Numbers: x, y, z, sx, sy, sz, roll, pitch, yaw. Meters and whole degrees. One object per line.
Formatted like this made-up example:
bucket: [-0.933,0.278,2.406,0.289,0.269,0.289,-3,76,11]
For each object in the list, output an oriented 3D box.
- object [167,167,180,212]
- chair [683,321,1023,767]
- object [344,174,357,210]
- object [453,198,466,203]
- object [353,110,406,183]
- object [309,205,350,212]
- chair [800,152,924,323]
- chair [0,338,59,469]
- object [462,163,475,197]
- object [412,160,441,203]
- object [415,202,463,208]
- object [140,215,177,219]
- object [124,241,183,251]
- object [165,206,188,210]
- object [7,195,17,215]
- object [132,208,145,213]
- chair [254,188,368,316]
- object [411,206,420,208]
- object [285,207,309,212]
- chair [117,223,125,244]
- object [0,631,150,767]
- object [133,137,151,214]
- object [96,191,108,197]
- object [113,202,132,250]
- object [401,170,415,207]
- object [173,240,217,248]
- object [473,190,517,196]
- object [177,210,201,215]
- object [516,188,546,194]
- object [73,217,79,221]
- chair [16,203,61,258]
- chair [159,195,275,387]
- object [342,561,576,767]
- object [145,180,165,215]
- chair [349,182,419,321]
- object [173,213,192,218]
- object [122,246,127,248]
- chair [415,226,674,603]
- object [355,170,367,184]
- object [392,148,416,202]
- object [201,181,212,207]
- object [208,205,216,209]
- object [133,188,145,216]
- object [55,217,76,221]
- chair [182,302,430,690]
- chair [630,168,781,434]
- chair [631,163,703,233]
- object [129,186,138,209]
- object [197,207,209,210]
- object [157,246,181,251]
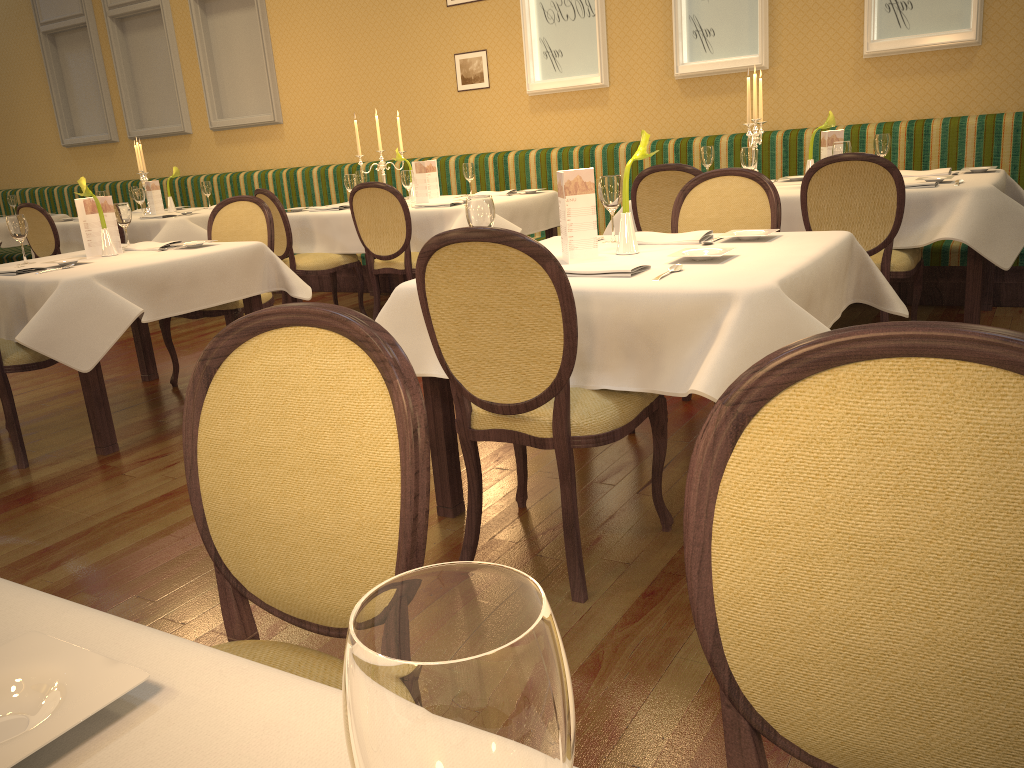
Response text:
object: [-2.890,-1.658,7.558,0.163,0.375,0.076,-1,16,14]
chair: [0.293,0.477,0.711,0.530,0.955,0.571,5,18,31]
object: [-1.080,-1.296,5.981,0.088,0.229,0.088,-8,16,-9]
object: [-0.273,-1.168,5.657,0.160,0.024,0.160,5,18,31]
object: [-0.912,-1.589,6.193,0.390,0.655,0.131,-19,21,-41]
object: [-1.245,-1.207,6.087,0.273,0.033,0.142,5,18,31]
chair: [1.620,-0.610,4.164,0.530,0.955,0.571,5,18,31]
chair: [-2.201,-0.165,3.771,0.530,0.955,0.571,-2,16,12]
object: [-0.297,-1.430,6.211,0.088,0.229,0.088,-9,16,-15]
object: [-0.575,-1.357,5.958,0.166,0.277,0.081,-7,16,-6]
object: [-0.460,-1.122,5.558,0.273,0.024,0.142,5,18,31]
object: [-2.771,-1.312,6.949,0.273,0.024,0.142,5,18,31]
object: [-1.779,-0.684,4.395,0.273,0.033,0.142,5,18,31]
object: [-2.975,-1.562,7.899,0.160,0.024,0.160,5,18,31]
object: [-5.123,-1.825,9.117,0.088,0.229,0.088,-8,16,-9]
object: [-3.277,-1.563,7.984,0.273,0.033,0.142,5,18,31]
chair: [-1.369,-0.863,5.993,0.571,0.955,0.530,-15,18,-31]
object: [-0.587,-1.149,5.710,0.017,0.010,0.185,5,18,31]
object: [-1.516,-1.228,6.257,0.160,0.024,0.160,5,18,31]
chair: [-2.987,-0.997,6.973,0.530,0.955,0.571,5,18,31]
object: [-0.382,0.248,0.655,0.160,0.024,0.160,5,18,31]
object: [-3.165,-1.791,7.613,0.131,0.655,0.390,-17,20,-37]
object: [-3.391,-1.485,7.372,0.088,0.229,0.088,-8,16,-9]
object: [-1.957,-0.798,4.482,0.088,0.229,0.088,-9,16,-15]
object: [-0.668,-1.265,5.743,0.088,0.229,0.088,-8,16,-9]
object: [-1.533,-0.671,4.282,0.160,0.024,0.160,5,18,31]
object: [-0.118,-1.316,6.124,0.273,0.033,0.142,5,18,31]
object: [-2.584,-1.357,7.048,0.160,0.024,0.160,5,18,31]
object: [0.127,-1.302,6.010,0.160,0.024,0.160,5,18,31]
object: [-3.556,-1.396,7.478,0.273,0.033,0.142,5,18,31]
chair: [-3.700,-1.056,7.405,0.530,0.955,0.571,5,18,31]
chair: [-1.537,-0.505,4.770,0.530,0.955,0.571,1,17,21]
object: [-0.014,0.192,0.358,0.088,0.229,0.088,-8,16,-9]
object: [-3.005,-1.556,7.420,0.081,0.277,0.166,-4,16,4]
chair: [-0.670,-0.808,5.578,0.530,0.955,0.571,5,18,31]
object: [-2.557,-1.309,6.881,0.038,0.015,0.181,5,19,32]
object: [-2.023,-0.697,4.548,0.017,0.010,0.185,5,19,32]
chair: [0.079,0.021,2.400,0.530,0.955,0.571,5,18,31]
object: [-1.132,-1.500,6.720,0.088,0.229,0.088,-8,16,-9]
object: [-0.725,-1.438,6.105,0.163,0.375,0.076,-16,19,-34]
object: [-2.607,-1.619,7.603,0.088,0.229,0.088,-8,16,-9]
object: [-2.429,-1.505,7.515,0.273,0.033,0.142,5,18,31]
object: [-2.976,-1.448,7.111,0.088,0.229,0.088,-8,16,-9]
object: [-3.826,-1.417,7.648,0.160,0.024,0.160,5,18,31]
chair: [-0.367,0.423,1.109,0.530,0.955,0.571,5,18,31]
chair: [0.759,-0.316,3.384,0.530,0.955,0.571,5,18,31]
chair: [0.917,-0.678,4.624,0.530,0.955,0.571,5,18,31]
object: [-3.443,-1.689,8.111,0.088,0.229,0.088,-8,16,-9]
object: [-2.674,-1.518,7.669,0.017,0.010,0.185,5,19,32]
object: [-1.643,-0.662,4.298,0.038,0.015,0.181,5,19,32]
